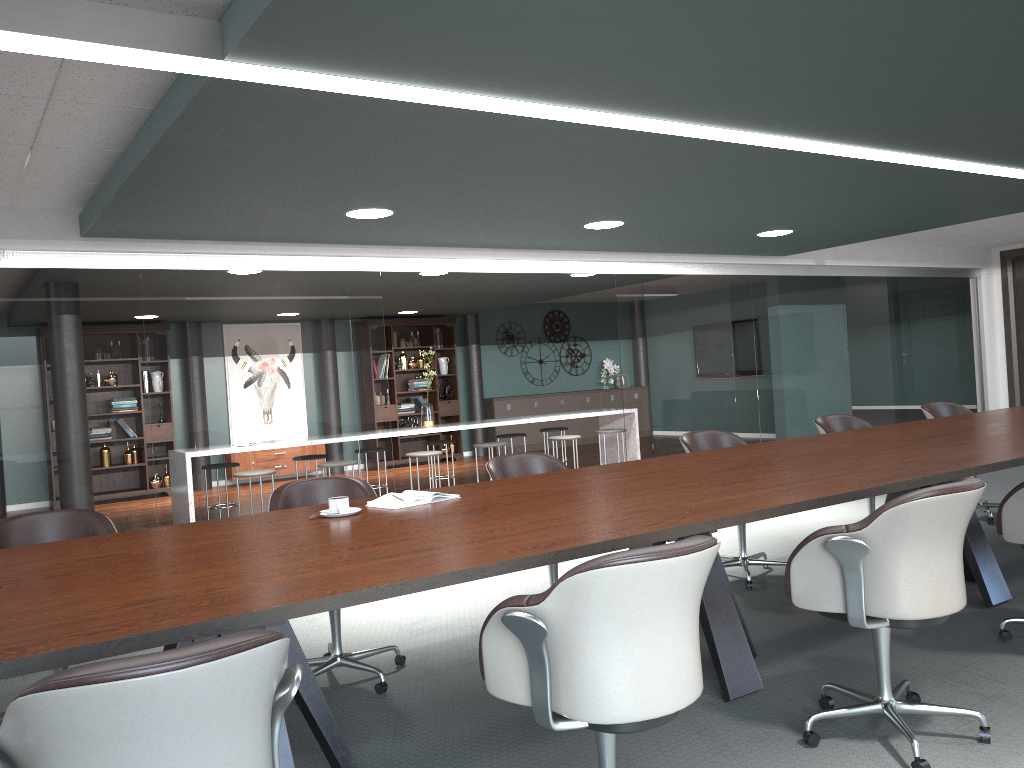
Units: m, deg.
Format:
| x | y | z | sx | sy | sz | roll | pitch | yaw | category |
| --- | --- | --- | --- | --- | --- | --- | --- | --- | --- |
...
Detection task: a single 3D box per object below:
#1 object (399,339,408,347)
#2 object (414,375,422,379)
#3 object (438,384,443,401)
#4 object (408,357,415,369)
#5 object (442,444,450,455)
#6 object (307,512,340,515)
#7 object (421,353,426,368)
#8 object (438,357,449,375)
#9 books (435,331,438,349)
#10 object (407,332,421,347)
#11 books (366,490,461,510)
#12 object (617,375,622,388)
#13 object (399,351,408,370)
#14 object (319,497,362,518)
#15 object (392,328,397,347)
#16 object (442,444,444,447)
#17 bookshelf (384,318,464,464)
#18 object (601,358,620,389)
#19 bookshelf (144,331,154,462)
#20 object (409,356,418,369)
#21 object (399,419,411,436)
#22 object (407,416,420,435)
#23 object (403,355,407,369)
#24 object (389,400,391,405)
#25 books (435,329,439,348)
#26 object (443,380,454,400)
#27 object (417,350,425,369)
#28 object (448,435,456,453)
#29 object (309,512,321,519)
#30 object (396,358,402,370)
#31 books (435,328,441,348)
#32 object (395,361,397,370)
| x | y | z | sx | sy | sz | roll | pitch | yaw | category |
| --- | --- | --- | --- | --- | --- | --- | --- | --- | --- |
| -1.486 | -0.558 | 12.105 | 0.096 | 0.126 | 0.106 | -4 | 1 | 18 | object |
| -1.297 | -0.094 | 12.233 | 0.104 | 0.052 | 0.100 | -4 | 1 | -29 | object |
| -1.006 | 0.120 | 12.374 | 0.077 | 0.228 | 0.077 | -3 | 1 | 40 | object |
| -1.377 | -0.287 | 12.210 | 0.099 | 0.169 | 0.099 | -3 | 1 | 31 | object |
| -0.932 | 0.890 | 12.313 | 0.144 | 0.175 | 0.073 | -4 | 1 | -31 | object |
| -0.618 | 0.424 | 2.893 | 0.155 | 0.012 | 0.034 | -3 | 1 | 34 | object |
| -1.238 | -0.324 | 12.323 | 0.092 | 0.222 | 0.092 | -4 | 1 | 1 | object |
| -1.012 | -0.258 | 12.455 | 0.268 | 0.262 | 0.137 | -4 | 1 | 7 | object |
| -1.103 | -0.607 | 12.370 | 0.042 | 0.248 | 0.194 | -4 | 1 | -33 | books |
| -1.377 | -0.614 | 12.191 | 0.196 | 0.221 | 0.184 | -4 | 1 | -33 | object |
| -0.347 | 0.398 | 3.116 | 0.285 | 0.032 | 0.180 | -4 | 1 | -43 | books |
| 1.783 | -0.045 | 14.225 | 0.174 | 0.207 | 0.042 | -4 | 1 | -14 | object |
| -1.484 | -0.320 | 12.116 | 0.114 | 0.251 | 0.114 | -4 | 1 | -7 | object |
| -0.569 | 0.403 | 2.915 | 0.146 | 0.056 | 0.146 | -4 | 1 | -9 | object |
| -1.620 | -0.623 | 12.054 | 0.104 | 0.273 | 0.104 | -4 | 1 | 3 | object |
| -0.964 | 0.894 | 12.438 | 0.099 | 0.169 | 0.099 | -3 | 1 | 31 | object |
| -1.400 | 0.114 | 12.178 | 1.339 | 1.984 | 0.482 | -4 | 1 | -33 | bookshelf |
| 1.582 | -0.173 | 14.190 | 0.221 | 0.495 | 0.600 | -3 | 1 | 31 | object |
| -4.585 | 0.342 | 10.106 | 1.339 | 1.984 | 0.482 | -4 | 1 | -33 | bookshelf |
| -1.345 | -0.292 | 12.085 | 0.144 | 0.175 | 0.073 | -4 | 1 | -31 | object |
| -1.481 | 0.592 | 12.008 | 0.224 | 0.238 | 0.159 | -4 | 1 | -33 | object |
| -1.361 | 0.567 | 12.225 | 0.233 | 0.268 | 0.051 | -4 | 1 | -33 | object |
| -1.449 | -0.291 | 12.012 | 0.040 | 0.191 | 0.040 | -4 | 1 | -24 | object |
| -1.782 | 0.178 | 11.900 | 0.250 | 0.221 | 0.186 | -4 | 1 | -35 | object |
| -1.079 | -0.620 | 12.387 | 0.016 | 0.268 | 0.205 | -4 | 1 | -33 | books |
| -0.918 | 0.082 | 12.449 | 0.116 | 0.286 | 0.215 | -4 | 1 | -37 | object |
| -1.259 | -0.339 | 12.199 | 0.108 | 0.256 | 0.108 | -4 | 1 | 1 | object |
| -0.846 | 0.843 | 12.427 | 0.108 | 0.256 | 0.108 | -4 | 1 | 1 | object |
| -0.638 | 0.424 | 2.870 | 0.041 | 0.021 | 0.044 | -4 | 1 | -41 | object |
| -1.523 | -0.272 | 11.999 | 0.079 | 0.161 | 0.080 | -4 | 1 | -7 | object |
| -1.060 | -0.630 | 12.400 | 0.027 | 0.286 | 0.184 | -4 | 1 | -33 | books |
| -1.621 | -0.272 | 12.046 | 0.105 | 0.172 | 0.105 | -4 | 1 | -37 | object |
